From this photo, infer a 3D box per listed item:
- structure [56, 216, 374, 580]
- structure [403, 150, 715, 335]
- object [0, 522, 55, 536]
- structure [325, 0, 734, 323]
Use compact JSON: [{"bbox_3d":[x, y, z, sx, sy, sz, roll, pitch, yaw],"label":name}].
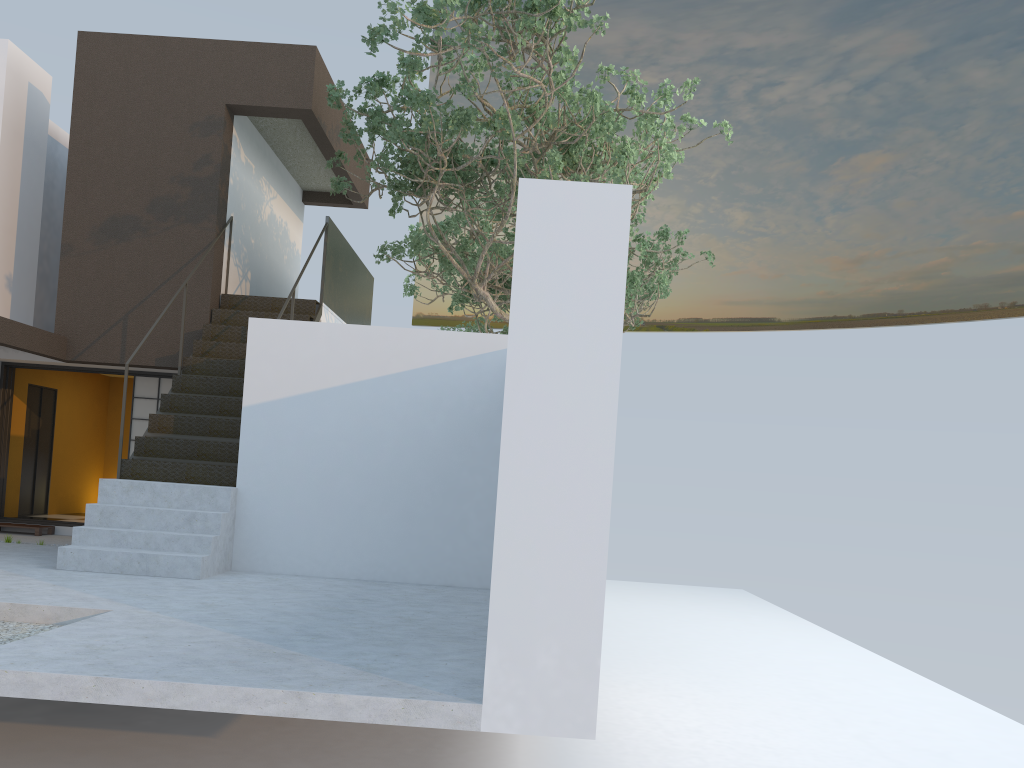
[{"bbox_3d":[-2.884,-0.077,10.345,1.158,3.933,6.580,4,-5,1],"label":"structure"},{"bbox_3d":[0.759,-1.394,16.411,5.523,4.691,7.315,5,-5,-19],"label":"structure"},{"bbox_3d":[-5.856,1.718,10.459,0.703,0.100,0.351,4,-6,1],"label":"object"},{"bbox_3d":[0.083,-2.050,9.832,4.345,3.691,5.756,5,-5,-19],"label":"structure"}]
